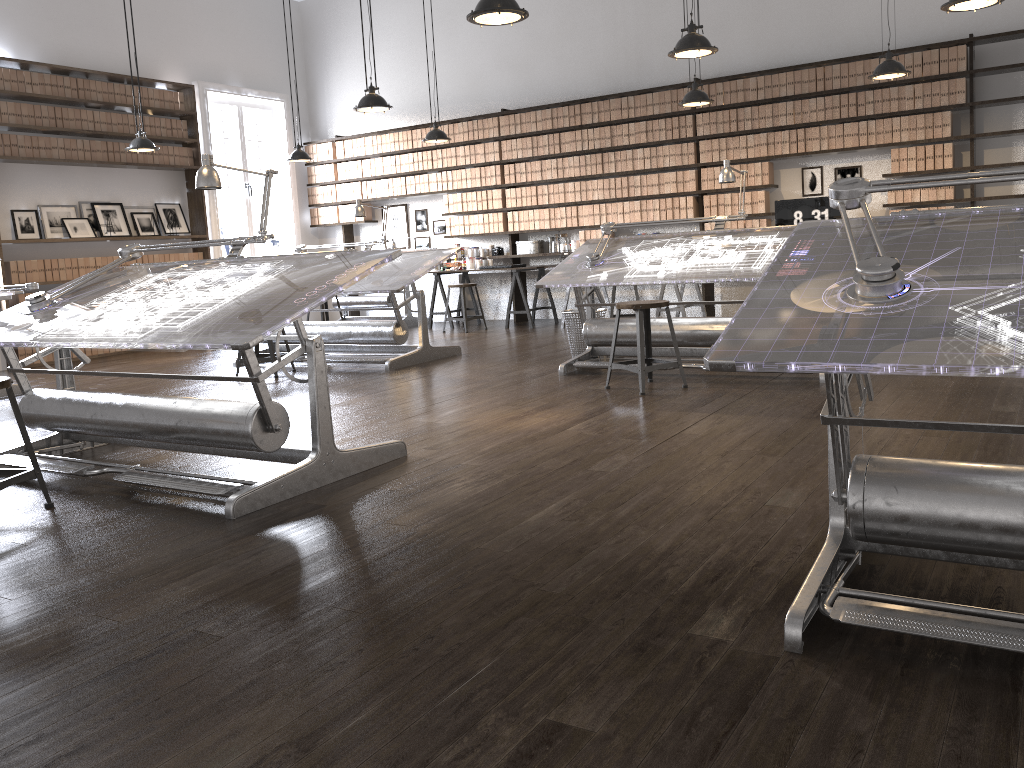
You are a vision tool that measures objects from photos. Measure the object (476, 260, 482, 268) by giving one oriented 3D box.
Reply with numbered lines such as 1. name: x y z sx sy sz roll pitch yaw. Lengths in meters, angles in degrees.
1. object: -0.387 -1.405 10.388 0.062 0.094 0.062 -6 7 -18

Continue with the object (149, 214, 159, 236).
1. object: -4.039 -1.786 9.976 0.040 0.259 0.124 0 7 32

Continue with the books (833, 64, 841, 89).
1. books: 3.061 -2.869 8.306 0.067 0.224 0.175 0 8 32

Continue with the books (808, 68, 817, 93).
1. books: 2.877 -2.876 8.426 0.067 0.224 0.175 0 8 32

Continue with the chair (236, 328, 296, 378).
1. chair: -1.958 -0.320 6.982 0.358 0.525 0.374 -2 7 10

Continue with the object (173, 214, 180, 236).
1. object: -3.901 -1.841 10.266 0.040 0.260 0.111 0 7 32

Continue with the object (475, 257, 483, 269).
1. object: -0.391 -1.434 10.498 0.095 0.127 0.094 1 9 36

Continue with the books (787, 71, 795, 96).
1. books: 2.702 -2.881 8.527 0.067 0.224 0.175 0 8 32

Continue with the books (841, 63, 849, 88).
1. books: 3.123 -2.867 8.272 0.067 0.224 0.175 0 8 32

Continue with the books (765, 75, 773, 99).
1. books: 2.525 -2.888 8.643 0.067 0.224 0.175 0 8 32

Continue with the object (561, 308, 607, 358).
1. object: 0.563 -0.379 6.800 0.354 0.376 0.354 -9 9 -36

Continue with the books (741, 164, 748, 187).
1. books: 2.351 -2.083 8.868 0.067 0.224 0.175 0 8 32

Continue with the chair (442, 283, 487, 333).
1. chair: -0.530 -0.836 9.747 0.372 0.525 0.360 2 9 40

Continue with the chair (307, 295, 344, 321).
1. chair: -2.154 -0.804 10.184 0.372 0.525 0.360 2 9 40

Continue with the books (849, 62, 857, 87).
1. books: 3.184 -2.865 8.234 0.067 0.224 0.175 0 8 32

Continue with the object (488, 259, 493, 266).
1. object: -0.252 -1.416 10.412 0.062 0.094 0.062 -5 7 -9

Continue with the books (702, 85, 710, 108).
1. books: 1.990 -2.906 8.972 0.067 0.224 0.175 0 8 32

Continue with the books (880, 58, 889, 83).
1. books: 3.410 -2.857 8.088 0.067 0.224 0.175 0 8 32

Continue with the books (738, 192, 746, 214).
1. books: 2.341 -1.812 8.913 0.067 0.224 0.175 0 8 32

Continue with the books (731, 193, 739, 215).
1. books: 2.281 -1.815 8.950 0.067 0.224 0.175 0 8 32

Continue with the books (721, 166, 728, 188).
1. books: 2.182 -2.088 8.970 0.067 0.224 0.175 0 8 32

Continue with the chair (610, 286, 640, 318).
1. chair: 1.109 -0.766 8.645 0.371 0.525 0.360 -3 7 6

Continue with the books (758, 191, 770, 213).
1. books: 2.507 -1.806 8.806 0.067 0.224 0.175 0 8 32

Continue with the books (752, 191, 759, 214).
1. books: 2.455 -1.808 8.841 0.067 0.224 0.175 0 8 32

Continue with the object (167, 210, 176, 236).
1. object: -3.915 -1.850 10.191 0.040 0.302 0.119 0 7 32

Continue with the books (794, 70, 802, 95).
1. books: 2.764 -2.879 8.488 0.067 0.224 0.175 0 8 32

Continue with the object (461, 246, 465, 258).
1. object: -0.608 -1.613 10.825 0.050 0.139 0.051 0 7 30

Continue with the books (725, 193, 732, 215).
1. books: 2.219 -1.816 8.984 0.067 0.224 0.175 0 8 32

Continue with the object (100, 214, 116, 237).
1. object: -4.331 -1.693 9.482 0.040 0.259 0.175 0 8 32

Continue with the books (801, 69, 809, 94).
1. books: 2.820 -2.878 8.459 0.067 0.224 0.175 0 8 32

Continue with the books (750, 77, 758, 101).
1. books: 2.403 -2.892 8.717 0.067 0.224 0.175 0 8 32

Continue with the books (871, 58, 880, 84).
1. books: 3.349 -2.859 8.128 0.067 0.224 0.175 0 8 32

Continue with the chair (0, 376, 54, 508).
1. chair: -1.994 0.257 3.272 0.358 0.525 0.374 -2 7 10

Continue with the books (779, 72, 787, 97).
1. books: 2.643 -2.884 8.568 0.067 0.224 0.175 0 8 32

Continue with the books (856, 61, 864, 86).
1. books: 3.238 -2.862 8.194 0.067 0.224 0.175 0 8 32

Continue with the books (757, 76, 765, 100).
1. books: 2.464 -2.890 8.677 0.067 0.224 0.175 0 8 32

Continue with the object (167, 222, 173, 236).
1. object: -3.912 -1.770 10.129 0.040 0.165 0.067 0 7 32

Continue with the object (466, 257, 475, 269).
1. object: -0.488 -1.424 10.433 0.105 0.141 0.104 0 8 24

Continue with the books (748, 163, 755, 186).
1. books: 2.411 -2.081 8.831 0.067 0.224 0.175 0 8 32

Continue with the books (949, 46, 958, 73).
1. books: 3.890 -2.841 7.795 0.067 0.224 0.175 0 8 32

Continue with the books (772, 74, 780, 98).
1. books: 2.586 -2.886 8.608 0.067 0.224 0.175 0 8 32

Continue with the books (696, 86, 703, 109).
1. books: 1.930 -2.909 9.016 0.067 0.224 0.175 0 8 32

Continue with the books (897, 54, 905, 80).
1. books: 3.532 -2.853 8.019 0.067 0.224 0.175 0 8 32

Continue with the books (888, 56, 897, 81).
1. books: 3.472 -2.855 8.054 0.067 0.224 0.175 0 8 32

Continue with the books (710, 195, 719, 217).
1. books: 2.094 -1.820 9.061 0.067 0.224 0.175 0 8 32

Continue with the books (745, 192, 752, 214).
1. books: 2.396 -1.809 8.872 0.067 0.224 0.175 0 8 32

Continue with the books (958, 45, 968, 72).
1. books: 3.948 -2.838 7.755 0.067 0.224 0.175 0 8 32

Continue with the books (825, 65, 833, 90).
1. books: 3.003 -2.872 8.347 0.067 0.224 0.175 0 8 32

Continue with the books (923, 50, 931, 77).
1. books: 3.710 -2.846 7.899 0.067 0.224 0.175 0 8 32

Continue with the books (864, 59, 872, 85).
1. books: 3.297 -2.861 8.162 0.067 0.224 0.175 0 8 32

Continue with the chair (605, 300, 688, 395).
1. chair: 0.789 -0.225 5.280 0.359 0.525 0.373 -7 8 -29

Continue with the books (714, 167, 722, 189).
1. books: 2.119 -2.090 9.007 0.067 0.224 0.175 0 8 32

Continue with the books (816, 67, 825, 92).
1. books: 2.937 -2.873 8.382 0.067 0.224 0.175 0 8 32

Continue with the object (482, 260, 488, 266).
1. object: -0.317 -1.410 10.396 0.062 0.093 0.063 -5 7 -9

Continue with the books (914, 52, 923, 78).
1. books: 3.649 -2.848 7.937 0.067 0.224 0.175 0 8 32

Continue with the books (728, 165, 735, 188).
1. books: 2.236 -2.087 8.938 0.067 0.224 0.175 0 8 32

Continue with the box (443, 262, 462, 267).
1. box: -0.691 -1.406 10.546 0.212 0.083 0.138 2 10 32

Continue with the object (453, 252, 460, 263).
1. object: -0.550 -1.537 10.611 0.346 0.145 0.077 -9 9 -35

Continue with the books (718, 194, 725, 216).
1. books: 2.161 -1.819 9.026 0.067 0.224 0.175 0 8 32
